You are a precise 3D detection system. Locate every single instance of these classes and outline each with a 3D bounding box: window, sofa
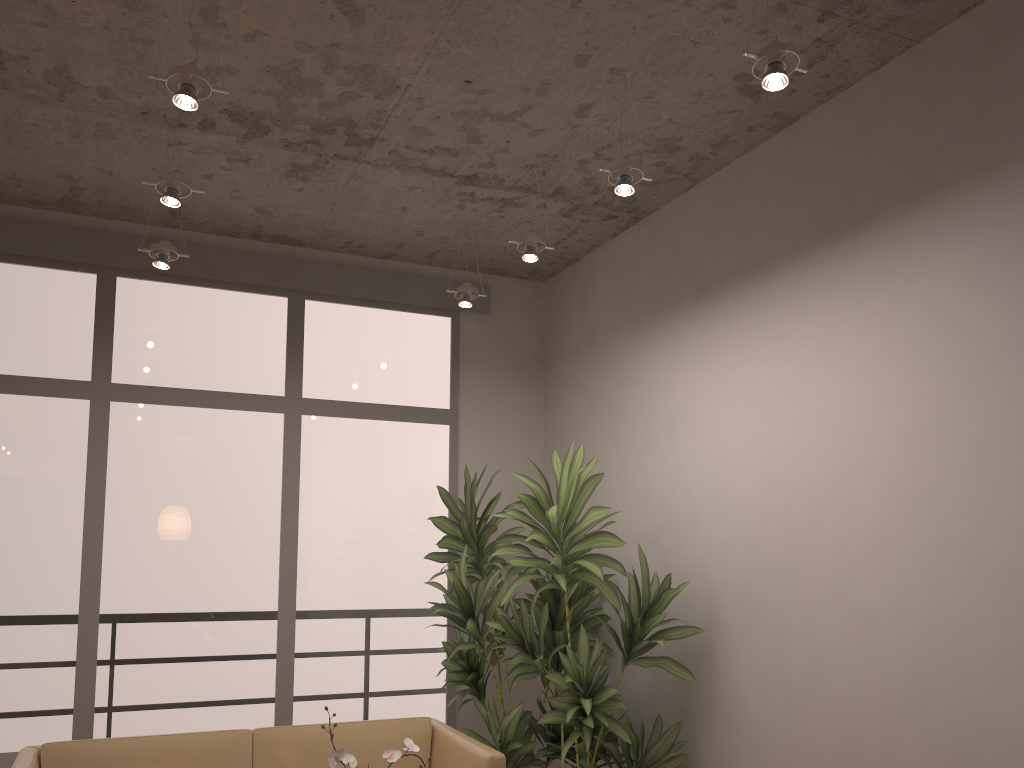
[{"bbox_3d":[-4.068,0.631,3.832,8.558,3.246,0.063,5,-7,-23],"label":"window"},{"bbox_3d":[-1.007,1.839,3.502,1.801,0.828,0.890,5,-10,-23],"label":"sofa"}]

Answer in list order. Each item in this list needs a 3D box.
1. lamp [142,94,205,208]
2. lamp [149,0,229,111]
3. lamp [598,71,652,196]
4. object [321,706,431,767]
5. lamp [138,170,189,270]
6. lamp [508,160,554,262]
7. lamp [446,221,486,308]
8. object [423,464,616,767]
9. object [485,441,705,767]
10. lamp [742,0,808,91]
[{"bbox_3d":[-1.310,-0.930,3.436,0.134,0.478,0.200,-4,-8,33],"label":"lamp"},{"bbox_3d":[-0.976,-1.074,2.688,0.134,0.478,0.200,-4,-8,33],"label":"lamp"},{"bbox_3d":[0.423,-0.944,3.297,0.134,0.478,0.200,-4,-8,33],"label":"lamp"},{"bbox_3d":[-0.404,1.183,2.381,0.298,0.583,0.375,4,-8,-29],"label":"object"},{"bbox_3d":[-1.643,-0.785,4.184,0.134,0.478,0.200,-4,-8,33],"label":"lamp"},{"bbox_3d":[0.089,-0.800,4.045,0.134,0.478,0.200,-4,-8,33],"label":"lamp"},{"bbox_3d":[-0.245,-0.655,4.793,0.134,0.478,0.200,-4,-8,33],"label":"lamp"},{"bbox_3d":[0.049,1.473,4.824,1.079,2.083,0.978,1,-7,-6],"label":"object"},{"bbox_3d":[0.338,1.356,4.213,0.966,2.083,1.093,2,-7,-11],"label":"object"},{"bbox_3d":[0.757,-1.088,2.549,0.134,0.478,0.200,-4,-8,33],"label":"lamp"}]
